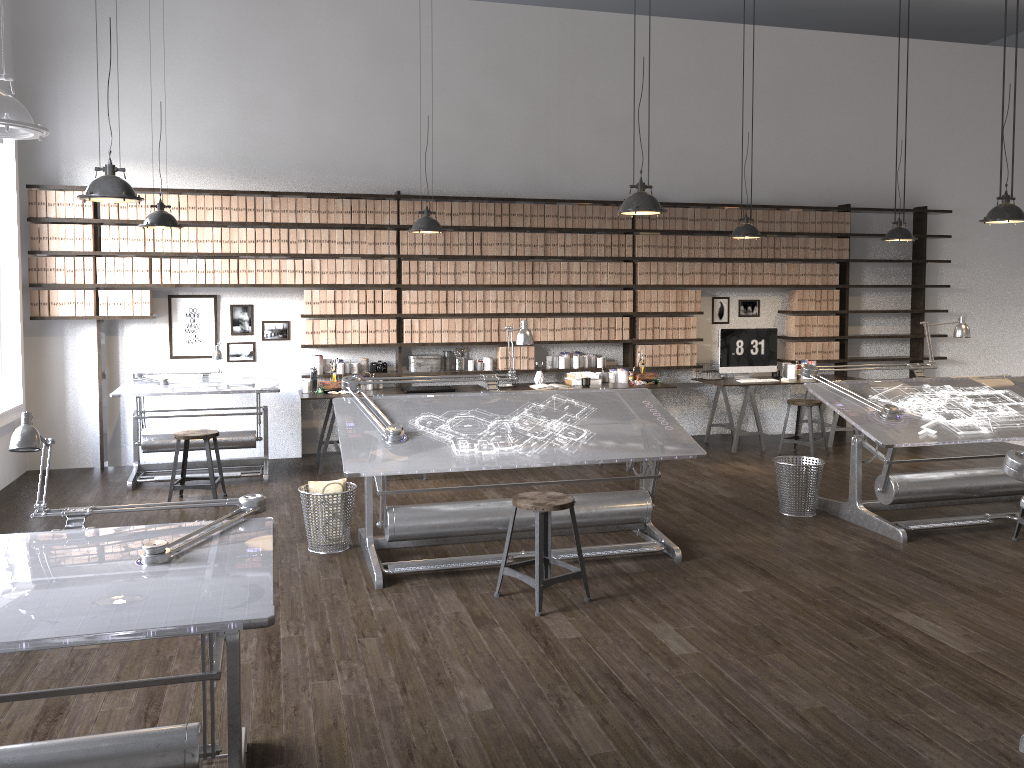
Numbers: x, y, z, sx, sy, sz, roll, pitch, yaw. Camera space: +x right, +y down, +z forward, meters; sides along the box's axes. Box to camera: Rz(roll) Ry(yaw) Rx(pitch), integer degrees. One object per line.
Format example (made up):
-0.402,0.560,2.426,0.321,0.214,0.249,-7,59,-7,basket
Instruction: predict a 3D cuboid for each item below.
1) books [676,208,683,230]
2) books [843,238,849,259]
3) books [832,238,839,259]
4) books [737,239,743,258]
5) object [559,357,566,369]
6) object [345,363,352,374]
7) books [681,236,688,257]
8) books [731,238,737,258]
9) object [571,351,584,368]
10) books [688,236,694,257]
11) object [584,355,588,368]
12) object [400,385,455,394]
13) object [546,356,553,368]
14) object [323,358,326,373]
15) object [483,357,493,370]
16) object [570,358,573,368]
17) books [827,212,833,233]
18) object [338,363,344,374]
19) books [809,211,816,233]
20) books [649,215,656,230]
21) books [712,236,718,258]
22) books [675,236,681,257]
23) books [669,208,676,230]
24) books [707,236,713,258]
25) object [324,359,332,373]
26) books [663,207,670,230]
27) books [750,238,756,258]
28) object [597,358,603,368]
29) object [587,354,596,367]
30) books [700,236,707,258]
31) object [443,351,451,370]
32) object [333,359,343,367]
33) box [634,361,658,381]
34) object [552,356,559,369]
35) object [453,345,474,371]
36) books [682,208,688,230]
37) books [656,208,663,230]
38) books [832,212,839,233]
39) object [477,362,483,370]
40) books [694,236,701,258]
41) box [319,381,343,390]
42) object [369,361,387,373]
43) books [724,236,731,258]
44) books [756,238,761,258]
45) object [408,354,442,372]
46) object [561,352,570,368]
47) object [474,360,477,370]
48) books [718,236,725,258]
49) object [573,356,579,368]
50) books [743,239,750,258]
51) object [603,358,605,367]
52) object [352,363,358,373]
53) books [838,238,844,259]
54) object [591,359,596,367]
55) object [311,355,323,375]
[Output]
1.658,-1.665,8.970,0.067,0.225,0.175,-1,4,-15,books
3.532,-1.443,9.495,0.067,0.225,0.175,-1,4,-15,books
3.407,-1.440,9.459,0.067,0.225,0.175,-1,4,-15,books
2.320,-1.408,9.168,0.067,0.225,0.175,-1,4,-15,books
0.492,-0.208,8.671,0.062,0.119,0.062,3,5,35,object
-1.510,-0.143,8.169,0.062,0.093,0.063,-2,5,-29,object
1.721,-1.391,9.004,0.067,0.225,0.175,-1,4,-15,books
2.252,-1.407,9.153,0.067,0.225,0.175,-1,4,-15,books
0.649,-0.240,8.820,0.094,0.161,0.206,-1,5,-14,object
1.789,-1.393,9.027,0.067,0.225,0.175,-1,4,-15,books
0.727,-0.223,8.809,0.062,0.119,0.062,4,5,43,object
-0.752,0.051,7.896,0.446,0.033,0.313,-2,6,-15,object
0.370,-0.214,8.733,0.062,0.119,0.062,2,4,26,object
-1.764,-0.171,8.221,0.071,0.128,0.072,2,5,32,object
-0.232,-0.195,8.533,0.095,0.128,0.094,-1,4,-8,object
0.605,-0.208,8.795,0.054,0.101,0.054,0,4,2,object
3.332,-1.714,9.427,0.067,0.225,0.175,-1,4,-15,books
-1.573,-0.140,8.137,0.062,0.094,0.062,-2,5,-29,object
3.131,-1.708,9.372,0.067,0.225,0.175,-1,4,-15,books
1.386,-1.658,8.903,0.067,0.225,0.175,-1,4,-15,books
2.048,-1.400,9.094,0.067,0.225,0.175,-1,4,-15,books
1.651,-1.389,8.990,0.067,0.225,0.175,-1,4,-15,books
1.592,-1.664,8.958,0.067,0.225,0.175,-1,4,-15,books
1.987,-1.399,9.079,0.067,0.225,0.175,-1,4,-15,books
-1.698,-0.167,8.177,0.070,0.130,0.070,2,4,23,object
1.523,-1.662,8.940,0.067,0.225,0.175,-1,4,-15,books
2.461,-1.412,9.202,0.067,0.225,0.175,-1,4,-15,books
0.872,-0.208,8.768,0.062,0.095,0.062,1,4,17,object
0.803,-0.237,8.916,0.094,0.129,0.095,-2,5,-28,object
1.924,-1.396,9.057,0.067,0.225,0.175,-1,4,-15,books
-0.625,-0.224,8.546,0.079,0.188,0.079,-3,4,-36,object
-1.615,-0.163,8.240,0.095,0.128,0.094,1,4,15,object
1.310,-0.126,8.681,0.212,0.206,0.138,-1,4,-15,box
0.427,-0.210,8.698,0.062,0.118,0.063,2,4,26,object
-0.467,-0.268,8.506,0.181,0.271,0.157,-2,5,-31,object
1.722,-1.667,8.992,0.067,0.225,0.175,-1,4,-15,books
1.456,-1.659,8.917,0.067,0.225,0.175,-1,4,-15,books
3.404,-1.716,9.448,0.067,0.225,0.175,-1,4,-15,books
-0.311,-0.180,8.553,0.062,0.093,0.182,0,6,-1,object
1.857,-1.395,9.045,0.067,0.225,0.175,-1,4,-15,books
-1.611,0.021,7.894,0.212,0.083,0.138,-2,6,-15,box
-1.241,-0.160,8.251,0.171,0.108,0.091,-1,5,-15,object
2.185,-1.405,9.133,0.067,0.225,0.175,-1,4,-15,books
2.521,-1.414,9.223,0.067,0.225,0.175,-1,4,-15,books
-0.828,-0.197,8.401,0.317,0.152,0.193,-2,5,-16,object
0.527,-0.235,8.776,0.095,0.161,0.094,-1,4,-19,object
-0.357,-0.184,8.558,0.063,0.093,0.063,3,5,37,object
2.118,-1.402,9.111,0.067,0.225,0.175,-1,4,-15,books
0.631,-0.212,8.712,0.062,0.119,0.062,4,5,43,object
2.391,-1.410,9.183,0.067,0.225,0.175,-1,4,-15,books
0.897,-0.215,8.831,0.063,0.094,0.063,1,4,17,object
-1.455,-0.147,8.207,0.062,0.094,0.062,-2,5,-29,object
3.471,-1.442,9.480,0.067,0.225,0.175,-1,4,-15,books
0.811,-0.205,8.832,0.054,0.081,0.054,-2,4,-25,object
-1.778,-0.174,8.077,0.106,0.176,0.108,-1,4,-13,object
